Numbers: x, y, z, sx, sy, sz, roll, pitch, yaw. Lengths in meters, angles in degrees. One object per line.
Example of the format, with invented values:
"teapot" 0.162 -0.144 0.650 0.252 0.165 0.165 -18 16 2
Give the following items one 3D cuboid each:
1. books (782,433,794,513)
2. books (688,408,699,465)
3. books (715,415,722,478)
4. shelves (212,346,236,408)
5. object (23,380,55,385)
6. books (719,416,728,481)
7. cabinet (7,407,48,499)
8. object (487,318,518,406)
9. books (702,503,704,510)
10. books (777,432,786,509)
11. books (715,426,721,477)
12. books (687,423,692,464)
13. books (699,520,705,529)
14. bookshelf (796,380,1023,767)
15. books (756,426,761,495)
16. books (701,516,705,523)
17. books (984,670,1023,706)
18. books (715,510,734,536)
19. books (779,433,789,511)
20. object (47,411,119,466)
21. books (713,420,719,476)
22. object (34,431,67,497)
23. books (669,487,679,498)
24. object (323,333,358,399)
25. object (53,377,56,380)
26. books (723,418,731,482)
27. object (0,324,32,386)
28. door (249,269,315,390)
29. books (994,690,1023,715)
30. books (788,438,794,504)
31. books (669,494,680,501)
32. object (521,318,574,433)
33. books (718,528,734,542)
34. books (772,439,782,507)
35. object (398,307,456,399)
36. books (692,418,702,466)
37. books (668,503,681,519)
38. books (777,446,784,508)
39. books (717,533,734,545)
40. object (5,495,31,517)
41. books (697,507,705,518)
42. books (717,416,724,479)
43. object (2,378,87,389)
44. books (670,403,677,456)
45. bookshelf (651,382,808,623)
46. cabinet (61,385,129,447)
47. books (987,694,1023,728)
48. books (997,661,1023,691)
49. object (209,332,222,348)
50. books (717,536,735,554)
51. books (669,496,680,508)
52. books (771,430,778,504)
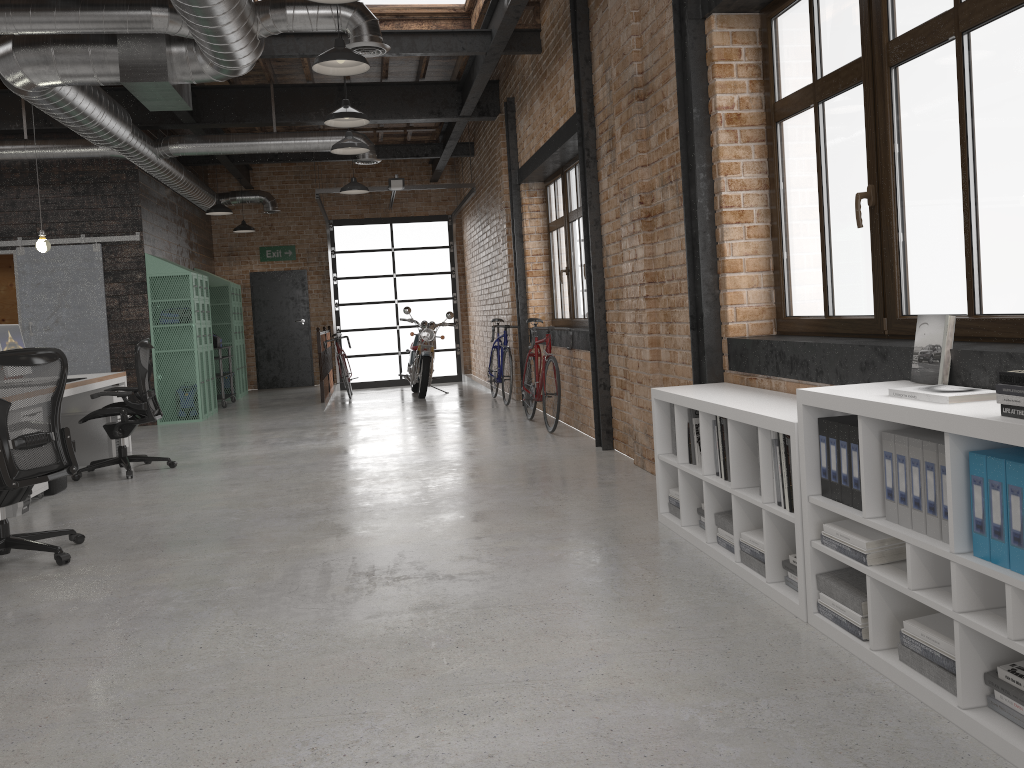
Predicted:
"books" 1.110 0.287 3.163 0.272 0.354 0.063 -4 2 -4
"books" 0.952 0.249 4.183 0.222 0.282 0.061 -4 2 -4
"books" 1.017 0.237 3.835 0.258 0.354 0.049 -4 2 -4
"shelves" -4.386 -0.098 12.883 0.567 0.854 0.987 -4 3 -9
"object" -3.778 -0.016 7.093 0.118 0.017 0.440 -4 5 -9
"books" 1.027 0.241 3.782 0.272 0.354 0.063 -4 2 -4
"cabinet" -3.509 0.514 6.068 0.460 0.647 0.388 -4 3 -9
"object" -0.155 -0.300 11.072 0.402 1.038 1.740 -4 4 -14
"books" 1.005 0.563 4.052 0.199 0.054 0.240 -4 5 -8
"books" 1.100 0.283 3.216 0.258 0.354 0.049 -4 2 -4
"books" 0.976 0.296 3.849 0.162 0.239 0.054 -4 2 -4
"books" 0.965 0.209 4.216 0.272 0.354 0.063 -4 2 -4
"books" 0.994 0.652 4.079 0.184 0.049 0.262 -4 5 -8
"bookshelf" 1.300 0.455 2.260 0.400 0.798 1.547 -4 4 -9
"books" 1.084 0.269 3.417 0.259 0.350 0.065 -4 2 -4
"books" 0.987 0.624 4.063 0.164 0.047 0.239 -4 5 -8
"books" 1.322 0.735 2.120 0.222 0.055 0.282 -4 5 -8
"books" 1.020 0.591 3.765 0.217 0.078 0.291 -4 5 -9
"books" 1.105 0.285 3.193 0.259 0.352 0.070 -4 2 -4
"object" -3.792 0.482 7.860 0.541 0.454 0.221 -4 2 -9
"books" 0.978 0.282 3.880 0.182 0.262 0.057 -4 2 -4
"object" -3.424 0.566 6.487 0.250 0.465 0.339 -4 3 -9
"books" 0.918 0.529 4.359 0.214 0.051 0.252 -4 5 -9
"object" -2.679 -0.294 14.054 0.410 1.031 1.738 -4 4 -3
"object" -3.823 -0.046 7.418 0.106 0.028 0.059 -4 4 -10
"books" 1.015 0.280 3.749 0.222 0.282 0.061 -4 2 -4
"object" -4.015 -0.234 7.076 0.190 0.484 0.484 -4 3 -9
"door" -4.126 -0.983 15.922 0.998 2.096 0.218 -4 2 -9
"books" 1.301 0.766 2.105 0.164 0.047 0.239 -4 5 -8
"books" 1.097 0.326 3.130 0.222 0.282 0.061 -4 2 -4
"books" 0.919 0.547 4.364 0.219 0.039 0.261 -4 5 -9
"object" 0.258 -0.116 8.522 0.402 1.038 1.740 -4 4 -14
"books" 1.021 0.629 3.747 0.214 0.046 0.252 -4 5 -9
"books" 1.061 0.328 3.261 0.182 0.262 0.057 -4 2 -4
"object" -1.333 -0.498 13.359 0.814 1.357 2.179 -5 4 -21
"books" 0.955 0.273 4.149 0.197 0.239 0.058 -4 2 -4
"books" 0.925 0.623 4.382 0.217 0.072 0.290 -4 5 -9
"books" 1.059 0.342 3.230 0.162 0.239 0.054 -4 2 -4
"books" 1.022 0.647 3.752 0.219 0.034 0.260 -4 5 -9
"object" -3.449 0.635 5.747 0.541 0.454 0.221 -4 2 -9
"books" 1.007 0.594 4.078 0.222 0.055 0.282 -4 5 -8
"books" 1.023 0.240 3.812 0.259 0.352 0.070 -4 2 -4
"object" -3.891 0.002 7.113 0.687 0.008 0.850 -4 5 -10
"books" 0.939 0.191 4.470 0.259 0.350 0.065 -4 2 -4
"bookshelf" 1.049 0.402 3.795 0.400 0.683 1.547 -4 4 -9
"cabinet" -3.852 0.362 8.182 0.460 0.647 0.388 -4 3 -9
"books" 1.309 0.793 2.121 0.184 0.049 0.262 -4 5 -8
"books" 1.319 0.704 2.095 0.199 0.054 0.240 -4 5 -8
"object" -4.376 -0.627 12.852 0.309 0.262 0.460 -4 4 -9
"books" 1.019 0.672 3.760 0.207 0.061 0.275 -4 5 -9
"books" 0.916 0.573 4.372 0.207 0.067 0.276 -4 5 -9
"books" 1.099 0.301 3.302 0.259 0.304 0.040 -4 2 -4
